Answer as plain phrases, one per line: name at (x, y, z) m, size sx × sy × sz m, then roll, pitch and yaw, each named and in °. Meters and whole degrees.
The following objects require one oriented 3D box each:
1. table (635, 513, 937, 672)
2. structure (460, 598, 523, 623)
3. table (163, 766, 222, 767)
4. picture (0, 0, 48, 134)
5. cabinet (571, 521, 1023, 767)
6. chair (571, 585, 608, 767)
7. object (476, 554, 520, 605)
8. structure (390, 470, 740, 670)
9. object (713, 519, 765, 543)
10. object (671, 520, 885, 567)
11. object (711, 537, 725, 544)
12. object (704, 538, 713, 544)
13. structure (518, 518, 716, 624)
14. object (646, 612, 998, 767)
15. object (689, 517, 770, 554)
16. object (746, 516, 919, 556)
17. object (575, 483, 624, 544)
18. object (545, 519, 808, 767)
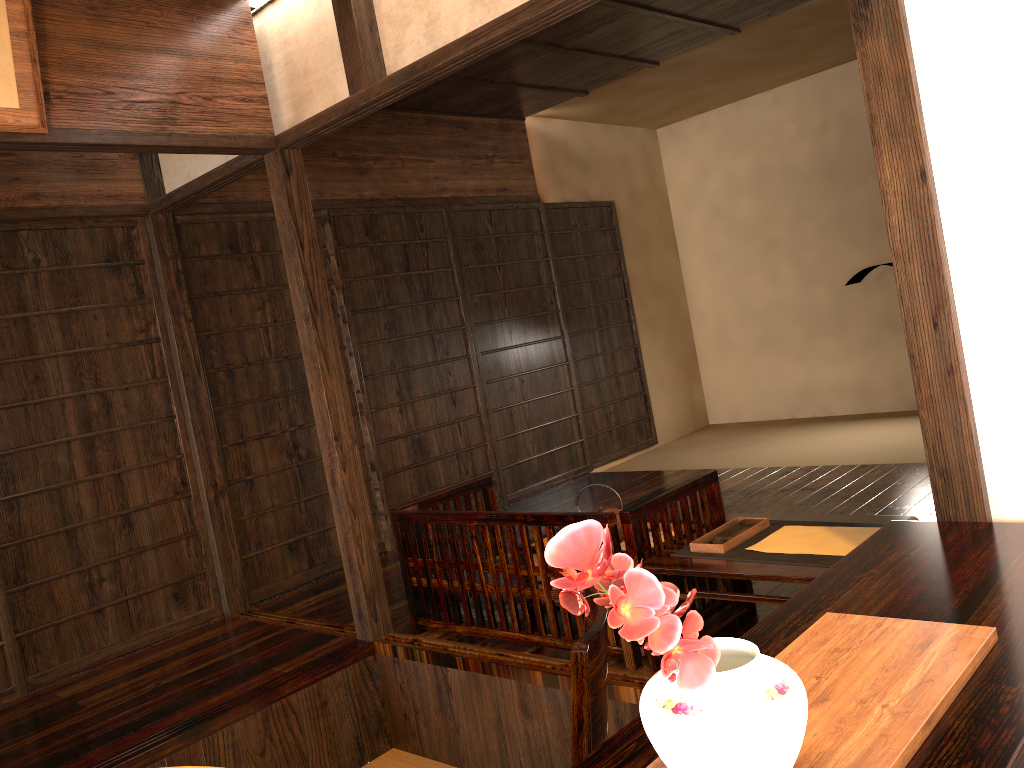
table at (0.927, 0.641, 2.671) m, size 0.878 × 0.336 × 0.602 m, roll -7°, pitch 4°, yaw 44°
structure at (-0.008, 0.903, 3.694) m, size 0.329 × 0.040 × 0.331 m, roll -7°, pitch 5°, yaw 44°
table at (-0.906, 1.320, 1.497) m, size 1.441 × 0.695 × 1.448 m, roll -8°, pitch 4°, yaw 44°
picture at (-2.205, -0.918, 2.083) m, size 0.117 × 0.564 × 2.050 m, roll -9°, pitch 4°, yaw 44°
cabinet at (0.409, 0.957, 1.119) m, size 0.488 × 0.970 × 2.193 m, roll -9°, pitch 4°, yaw 44°
chair at (0.006, 0.991, 1.925) m, size 0.577 × 0.959 × 0.492 m, roll -10°, pitch 2°, yaw 9°
object at (-0.025, 0.812, 3.688) m, size 0.266 × 0.147 × 0.267 m, roll -10°, pitch 3°, yaw 10°
structure at (0.153, 0.658, 3.390) m, size 1.194 × 0.499 × 0.599 m, roll -8°, pitch 4°, yaw 44°
object at (0.739, 0.474, 2.866) m, size 0.082 × 0.019 × 0.201 m, roll -7°, pitch 5°, yaw 44°
object at (0.902, 0.473, 2.660) m, size 0.406 × 0.003 × 0.759 m, roll -14°, pitch 5°, yaw -43°
object at (0.647, 0.496, 2.779) m, size 0.040 × 0.021 × 0.040 m, roll -10°, pitch 3°, yaw 6°
object at (0.669, 0.491, 2.861) m, size 0.012 × 0.012 × 0.181 m, roll -8°, pitch 4°, yaw 44°
structure at (0.401, 0.714, 3.371) m, size 0.665 × 0.300 × 0.454 m, roll -8°, pitch 4°, yaw 44°
object at (0.304, 0.475, 1.075) m, size 0.267 × 0.020 × 1.001 m, roll -7°, pitch 5°, yaw 44°
object at (0.702, 0.483, 2.846) m, size 0.121 × 0.028 × 0.296 m, roll -7°, pitch 5°, yaw 44°
object at (0.944, 0.447, 2.633) m, size 0.429 × 0.038 × 0.276 m, roll -7°, pitch 5°, yaw 44°
object at (0.338, 0.483, 3.381) m, size 0.198 × 0.216 × 0.198 m, roll -11°, pitch 3°, yaw -8°
object at (0.176, 0.303, 0.977) m, size 0.322 × 0.377 × 0.189 m, roll -12°, pitch 3°, yaw -37°
